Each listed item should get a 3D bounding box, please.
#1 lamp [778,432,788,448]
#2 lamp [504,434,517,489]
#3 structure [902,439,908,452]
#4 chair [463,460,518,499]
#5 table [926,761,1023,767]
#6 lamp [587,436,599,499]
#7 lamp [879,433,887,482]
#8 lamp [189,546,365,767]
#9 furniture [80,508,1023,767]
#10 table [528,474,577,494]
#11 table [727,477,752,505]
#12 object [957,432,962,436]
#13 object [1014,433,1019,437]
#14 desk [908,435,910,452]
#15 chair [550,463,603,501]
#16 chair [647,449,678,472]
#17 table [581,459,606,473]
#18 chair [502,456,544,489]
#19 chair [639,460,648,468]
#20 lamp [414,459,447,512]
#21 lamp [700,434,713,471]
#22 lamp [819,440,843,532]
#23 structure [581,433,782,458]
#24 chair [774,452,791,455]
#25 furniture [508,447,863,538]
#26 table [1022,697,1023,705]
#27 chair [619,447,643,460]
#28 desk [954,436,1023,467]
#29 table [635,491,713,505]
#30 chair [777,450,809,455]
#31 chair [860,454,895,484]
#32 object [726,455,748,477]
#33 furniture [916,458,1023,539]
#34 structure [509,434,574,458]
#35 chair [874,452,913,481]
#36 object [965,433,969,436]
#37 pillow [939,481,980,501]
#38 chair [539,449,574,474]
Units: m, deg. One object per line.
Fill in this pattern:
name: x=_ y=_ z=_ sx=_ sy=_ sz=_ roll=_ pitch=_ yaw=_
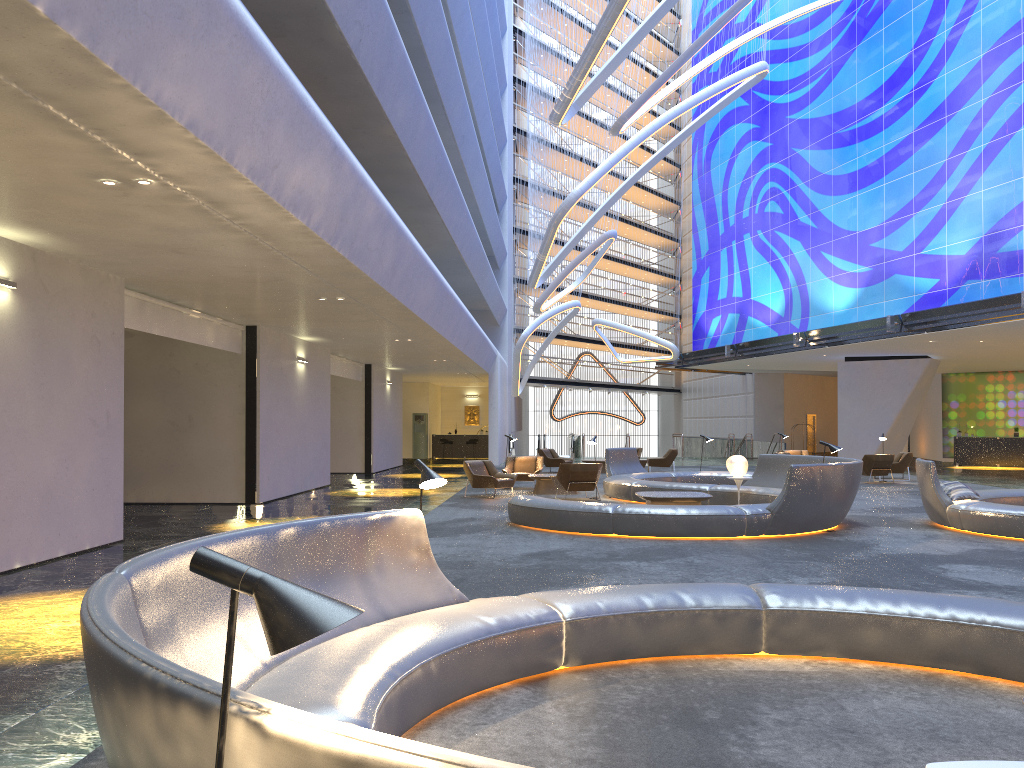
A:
lamp: x=8.058 y=2.091 z=26.439 sx=0.384 sy=1.300 sz=0.202 roll=0 pitch=-1 yaw=20
lamp: x=-0.060 y=1.850 z=21.186 sx=0.384 sy=1.300 sz=0.202 roll=0 pitch=-1 yaw=20
structure: x=16.925 y=2.277 z=38.426 sx=1.022 sy=2.050 sz=0.773 roll=0 pitch=-1 yaw=-19
chair: x=-0.489 y=2.004 z=18.693 sx=0.939 sy=0.766 sz=0.930 roll=-1 pitch=-2 yaw=36
table: x=1.296 y=1.310 z=2.225 sx=0.418 sy=0.595 sz=0.428 roll=0 pitch=-1 yaw=-1
lamp: x=1.673 y=1.709 z=18.140 sx=0.202 sy=1.300 sz=0.384 roll=0 pitch=-1 yaw=19
lamp: x=9.790 y=1.950 z=23.393 sx=0.202 sy=1.300 sz=0.384 roll=0 pitch=-1 yaw=19
lamp: x=-0.455 y=0.945 z=1.589 sx=0.384 sy=1.300 sz=0.202 roll=0 pitch=-1 yaw=2
furniture: x=1.095 y=1.070 z=1.387 sx=5.185 sy=0.969 sz=9.936 roll=0 pitch=-3 yaw=-1
table: x=0.957 y=2.234 z=19.788 sx=1.203 sy=0.392 sz=1.204 roll=0 pitch=-2 yaw=2
table: x=3.937 y=1.916 z=15.363 sx=0.418 sy=0.595 sz=0.428 roll=0 pitch=-1 yaw=2
object: x=16.749 y=1.886 z=33.181 sx=0.149 sy=0.149 sz=0.149 roll=-1 pitch=-2 yaw=37
object: x=18.205 y=1.832 z=31.985 sx=0.150 sy=0.145 sz=0.150 roll=-1 pitch=-2 yaw=36
desk: x=20.901 y=3.203 z=48.261 sx=2.978 sy=1.097 sz=0.814 roll=-2 pitch=-2 yaw=41
chair: x=1.320 y=1.968 z=17.926 sx=0.929 sy=0.766 sz=0.939 roll=0 pitch=-2 yaw=-14
chair: x=4.734 y=2.431 z=27.972 sx=0.938 sy=0.766 sz=0.930 roll=0 pitch=-2 yaw=5
table: x=2.851 y=2.623 z=28.217 sx=1.203 sy=0.392 sz=1.204 roll=-1 pitch=-3 yaw=21
chair: x=0.277 y=2.115 z=21.111 sx=0.929 sy=0.766 sz=0.939 roll=0 pitch=-2 yaw=9
chair: x=3.434 y=2.364 z=26.500 sx=0.939 sy=0.766 sz=0.930 roll=1 pitch=-2 yaw=-36
lamp: x=-0.553 y=1.132 z=5.646 sx=0.202 sy=1.300 sz=0.384 roll=1 pitch=-1 yaw=-38
lamp: x=4.563 y=1.836 z=20.896 sx=0.384 sy=1.300 sz=0.202 roll=0 pitch=-1 yaw=20
lamp: x=4.520 y=1.455 z=12.647 sx=0.384 sy=1.300 sz=0.202 roll=0 pitch=-1 yaw=20
structure: x=8.240 y=6.912 z=50.326 sx=9.304 sy=8.394 sz=19.750 roll=0 pitch=-2 yaw=3
chair: x=7.628 y=2.245 z=23.946 sx=0.939 sy=0.766 sz=0.930 roll=-1 pitch=-2 yaw=36
furniture: x=3.593 y=1.761 z=16.322 sx=5.186 sy=0.969 sz=9.935 roll=-1 pitch=-3 yaw=19
table: x=2.612 y=1.466 z=3.150 sx=1.203 sy=0.392 sz=1.204 roll=0 pitch=-2 yaw=3
chair: x=3.817 y=2.499 z=29.425 sx=0.929 sy=0.766 sz=0.939 roll=-1 pitch=-2 yaw=30
desk: x=17.934 y=2.477 z=32.521 sx=2.978 sy=1.097 sz=0.814 roll=-2 pitch=-2 yaw=41
table: x=2.613 y=1.984 z=14.380 sx=1.203 sy=0.392 sz=1.204 roll=0 pitch=-2 yaw=3
chair: x=8.395 y=2.357 z=26.364 sx=0.929 sy=0.766 sz=0.939 roll=0 pitch=-2 yaw=9
chair: x=9.437 y=2.209 z=23.179 sx=0.929 sy=0.766 sz=0.939 roll=0 pitch=-2 yaw=-14
object: x=3.894 y=1.424 z=15.341 sx=0.367 sy=0.387 sz=0.318 roll=0 pitch=-2 yaw=10
furniture: x=8.921 y=1.485 z=10.390 sx=5.185 sy=0.969 sz=9.936 roll=0 pitch=-3 yaw=-5
structure: x=1.793 y=6.873 z=50.181 sx=3.016 sy=8.234 sz=19.846 roll=0 pitch=-2 yaw=3
chair: x=10.524 y=2.271 z=24.509 sx=0.938 sy=0.766 sz=0.930 roll=0 pitch=-2 yaw=11
object: x=16.945 y=1.899 z=33.031 sx=0.108 sy=0.108 sz=0.111 roll=-1 pitch=-2 yaw=37
pillow: x=6.555 y=1.570 z=13.125 sx=0.692 sy=0.262 sz=0.878 roll=0 pitch=-3 yaw=11
chair: x=1.383 y=2.433 z=27.993 sx=0.939 sy=0.766 sz=0.930 roll=-1 pitch=-2 yaw=27
